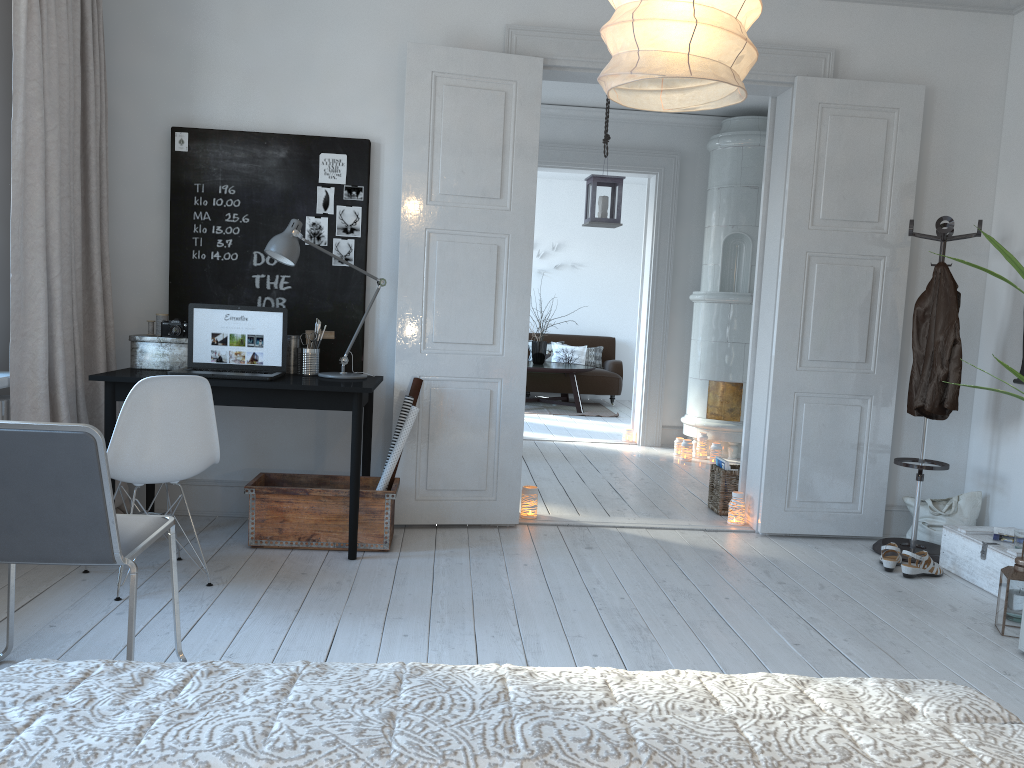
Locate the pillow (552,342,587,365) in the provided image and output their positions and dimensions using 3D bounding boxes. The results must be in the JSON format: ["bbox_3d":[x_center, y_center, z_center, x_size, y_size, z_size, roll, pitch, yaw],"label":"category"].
[{"bbox_3d":[0.709,-0.363,11.110,0.471,0.309,0.188,3,6,-4],"label":"pillow"}]

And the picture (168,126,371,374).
[{"bbox_3d":[-1.200,-0.639,4.385,0.953,1.174,0.063,3,6,-4],"label":"picture"}]

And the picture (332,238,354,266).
[{"bbox_3d":[-0.832,-0.652,4.378,0.103,0.136,0.001,3,6,-4],"label":"picture"}]

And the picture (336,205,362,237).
[{"bbox_3d":[-0.804,-0.803,4.364,0.121,0.153,0.002,3,6,-4],"label":"picture"}]

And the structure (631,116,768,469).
[{"bbox_3d":[1.733,-0.728,7.204,0.799,2.833,1.247,8,8,41],"label":"structure"}]

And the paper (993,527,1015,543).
[{"bbox_3d":[2.287,0.690,3.984,0.221,0.031,0.175,6,5,28],"label":"paper"}]

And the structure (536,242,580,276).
[{"bbox_3d":[0.366,-1.593,11.430,1.025,0.479,0.085,3,6,-4],"label":"structure"}]

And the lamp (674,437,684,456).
[{"bbox_3d":[1.366,0.514,7.237,0.084,0.147,0.084,3,6,0],"label":"lamp"}]

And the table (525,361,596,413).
[{"bbox_3d":[0.308,0.020,10.336,1.300,0.504,1.297,2,5,-14],"label":"table"}]

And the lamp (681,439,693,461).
[{"bbox_3d":[1.381,0.524,7.006,0.089,0.166,0.089,3,6,-3],"label":"lamp"}]

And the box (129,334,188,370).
[{"bbox_3d":[-1.615,-0.147,4.155,0.317,0.153,0.192,3,5,-4],"label":"box"}]

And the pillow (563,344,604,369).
[{"bbox_3d":[0.901,-0.351,11.237,0.542,0.288,0.182,3,6,-3],"label":"pillow"}]

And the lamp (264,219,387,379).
[{"bbox_3d":[-0.863,-0.387,4.130,0.616,0.717,0.229,-1,7,-33],"label":"lamp"}]

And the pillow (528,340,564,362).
[{"bbox_3d":[0.412,-0.374,11.164,0.473,0.348,0.158,2,6,-6],"label":"pillow"}]

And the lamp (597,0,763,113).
[{"bbox_3d":[0.383,-1.229,1.856,0.338,1.233,0.340,6,6,27],"label":"lamp"}]

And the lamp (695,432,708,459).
[{"bbox_3d":[1.531,0.498,7.147,0.098,0.210,0.098,3,6,0],"label":"lamp"}]

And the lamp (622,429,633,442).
[{"bbox_3d":[1.025,0.455,7.839,0.093,0.110,0.093,4,6,13],"label":"lamp"}]

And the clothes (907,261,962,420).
[{"bbox_3d":[2.056,-0.204,4.279,0.237,0.771,0.211,6,7,29],"label":"clothes"}]

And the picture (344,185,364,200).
[{"bbox_3d":[-0.778,-0.940,4.352,0.095,0.071,0.001,3,6,-4],"label":"picture"}]

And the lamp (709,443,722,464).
[{"bbox_3d":[1.589,0.543,6.908,0.089,0.166,0.089,2,6,-5],"label":"lamp"}]

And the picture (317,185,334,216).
[{"bbox_3d":[-0.915,-0.900,4.347,0.083,0.146,0.002,3,6,-4],"label":"picture"}]

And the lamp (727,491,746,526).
[{"bbox_3d":[1.232,0.682,4.855,0.093,0.180,0.092,1,6,-21],"label":"lamp"}]

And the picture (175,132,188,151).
[{"bbox_3d":[-1.593,-1.168,4.273,0.061,0.088,0.004,2,6,-7],"label":"picture"}]

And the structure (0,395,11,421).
[{"bbox_3d":[-2.115,0.378,3.046,0.195,0.548,1.503,3,5,-4],"label":"structure"}]

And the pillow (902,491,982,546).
[{"bbox_3d":[2.245,0.694,4.633,0.317,0.315,0.272,3,5,-3],"label":"pillow"}]

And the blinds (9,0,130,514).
[{"bbox_3d":[-1.890,-0.630,3.848,0.225,2.652,0.829,3,6,-4],"label":"blinds"}]

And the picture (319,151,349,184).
[{"bbox_3d":[-0.873,-1.058,4.333,0.147,0.154,0.004,3,6,-4],"label":"picture"}]

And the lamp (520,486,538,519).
[{"bbox_3d":[0.094,0.635,4.760,0.089,0.167,0.089,2,6,-12],"label":"lamp"}]

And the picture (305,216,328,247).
[{"bbox_3d":[-0.960,-0.750,4.359,0.107,0.151,0.001,3,6,-4],"label":"picture"}]

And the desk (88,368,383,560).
[{"bbox_3d":[-1.211,0.340,4.060,1.159,0.760,0.650,3,5,-4],"label":"desk"}]

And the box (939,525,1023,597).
[{"bbox_3d":[2.246,0.800,3.943,0.376,0.219,0.640,3,5,-4],"label":"box"}]

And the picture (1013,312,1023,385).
[{"bbox_3d":[2.540,-0.621,3.904,0.057,1.315,0.791,3,6,-4],"label":"picture"}]

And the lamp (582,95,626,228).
[{"bbox_3d":[0.649,-1.938,5.867,0.228,1.765,0.228,2,6,-7],"label":"lamp"}]
